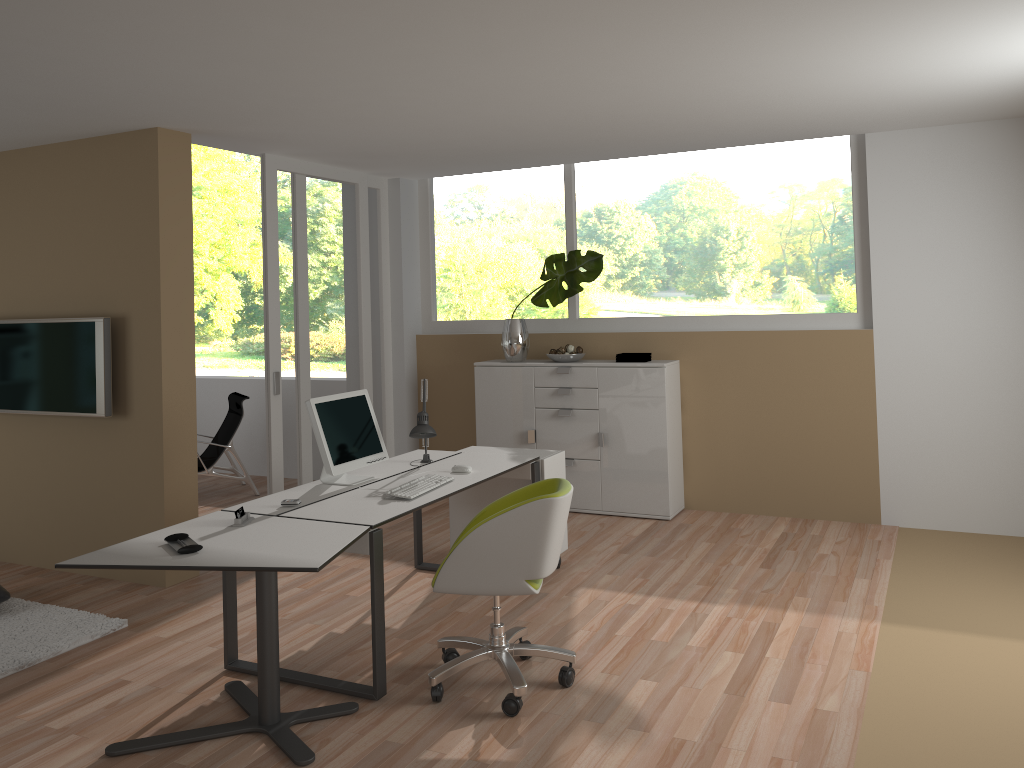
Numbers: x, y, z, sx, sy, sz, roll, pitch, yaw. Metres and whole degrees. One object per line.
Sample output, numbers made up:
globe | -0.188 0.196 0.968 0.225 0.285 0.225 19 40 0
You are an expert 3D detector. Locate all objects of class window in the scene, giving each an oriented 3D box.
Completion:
window | -0.898 -2.219 13.800 12.058 5.977 2.075 -1 -1 9
window | 0.829 -1.297 6.834 3.630 1.802 0.045 0 -1 26

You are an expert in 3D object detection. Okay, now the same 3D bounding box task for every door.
door | -1.289 -0.362 6.869 0.045 2.654 1.188 -3 -1 26
door | -1.400 -0.326 6.517 0.060 2.654 1.188 -3 -1 26

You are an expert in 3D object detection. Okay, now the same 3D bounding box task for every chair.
chair | -2.885 0.549 7.283 1.436 0.826 0.692 -4 2 -29
chair | -0.035 0.822 3.611 0.598 0.811 0.622 -2 1 1

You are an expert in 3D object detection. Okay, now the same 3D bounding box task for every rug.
rug | -3.106 1.246 4.190 2.022 0.045 1.455 1 6 26

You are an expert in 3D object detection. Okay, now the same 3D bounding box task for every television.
television | -2.858 -0.106 5.334 1.173 0.580 0.054 0 -1 26

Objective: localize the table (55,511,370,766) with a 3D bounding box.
table | -1.001 0.939 3.251 0.925 0.689 0.813 0 3 23

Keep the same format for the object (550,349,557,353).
object | 0.316 -0.237 6.731 0.056 0.065 0.053 -2 1 5

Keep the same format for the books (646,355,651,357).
books | 0.894 -0.205 6.459 0.222 0.008 0.158 1 6 26

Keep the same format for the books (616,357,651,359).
books | 0.893 -0.193 6.456 0.222 0.006 0.158 1 6 26

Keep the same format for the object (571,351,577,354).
object | 0.463 -0.213 6.590 0.054 0.064 0.056 -2 1 4

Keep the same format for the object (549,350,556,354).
object | 0.309 -0.225 6.677 0.056 0.061 0.055 -2 2 -20

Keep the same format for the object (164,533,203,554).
object | -1.210 0.586 3.239 0.090 0.030 0.216 -5 6 -34

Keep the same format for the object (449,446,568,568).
object | -0.024 0.741 5.169 0.621 0.677 0.308 -1 0 26

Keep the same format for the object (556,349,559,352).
object | 0.358 -0.240 6.765 0.054 0.064 0.056 -2 1 -15

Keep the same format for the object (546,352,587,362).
object | 0.411 -0.202 6.669 0.314 0.063 0.315 -2 5 -9

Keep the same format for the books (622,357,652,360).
books | 0.894 -0.188 6.456 0.222 0.006 0.158 1 6 26

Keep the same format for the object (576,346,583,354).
object | 0.506 -0.249 6.591 0.053 0.068 0.053 -1 1 34

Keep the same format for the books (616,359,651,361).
books | 0.893 -0.177 6.456 0.222 0.006 0.158 1 6 26

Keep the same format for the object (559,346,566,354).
object | 0.380 -0.252 6.631 0.053 0.064 0.055 -1 1 11

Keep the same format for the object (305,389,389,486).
object | -0.820 0.265 4.387 0.197 0.432 0.467 -2 2 26

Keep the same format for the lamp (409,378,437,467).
lamp | -0.480 0.256 4.640 0.140 0.529 0.540 -1 2 -9

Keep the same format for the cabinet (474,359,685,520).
cabinet | 0.475 0.375 6.621 1.521 1.087 0.417 0 0 26

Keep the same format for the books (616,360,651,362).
books | 0.893 -0.171 6.456 0.222 0.006 0.158 1 6 26

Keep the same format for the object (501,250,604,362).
object | 0.320 -0.597 6.735 0.857 0.847 0.265 -1 -1 23

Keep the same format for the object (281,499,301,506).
object | -0.968 0.520 3.858 0.084 0.021 0.047 -1 4 5

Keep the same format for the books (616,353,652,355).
books | 0.895 -0.221 6.456 0.222 0.006 0.158 1 6 26

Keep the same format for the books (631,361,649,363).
books | 0.892 -0.166 6.456 0.222 0.007 0.158 1 6 26

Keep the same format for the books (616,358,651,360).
books | 0.891 -0.183 6.457 0.222 0.007 0.158 1 6 24

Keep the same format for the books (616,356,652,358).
books | 0.892 -0.199 6.456 0.222 0.006 0.158 1 6 27

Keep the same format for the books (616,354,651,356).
books | 0.894 -0.216 6.456 0.222 0.007 0.158 1 6 26

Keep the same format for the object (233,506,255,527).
object | -1.094 0.537 3.591 0.049 0.055 0.131 -2 4 2

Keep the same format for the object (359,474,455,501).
object | -0.542 0.500 4.173 0.387 0.080 0.458 0 6 21

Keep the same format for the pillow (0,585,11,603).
pillow | -2.979 1.110 4.544 0.611 0.210 0.582 -5 6 -38

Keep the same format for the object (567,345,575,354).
object | 0.442 -0.261 6.623 0.051 0.067 0.056 -2 1 -41

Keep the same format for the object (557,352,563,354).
object | 0.359 -0.210 6.590 0.056 0.065 0.052 -1 1 39

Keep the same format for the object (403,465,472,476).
object | -0.393 0.463 4.507 0.370 0.080 0.141 -1 4 5

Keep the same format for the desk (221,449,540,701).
desk | -0.548 0.820 4.367 0.803 0.686 1.607 -1 4 26

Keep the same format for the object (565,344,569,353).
object | 0.430 -0.271 6.730 0.053 0.071 0.052 -1 1 33

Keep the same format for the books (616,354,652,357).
books | 0.893 -0.210 6.459 0.222 0.008 0.158 1 6 26
